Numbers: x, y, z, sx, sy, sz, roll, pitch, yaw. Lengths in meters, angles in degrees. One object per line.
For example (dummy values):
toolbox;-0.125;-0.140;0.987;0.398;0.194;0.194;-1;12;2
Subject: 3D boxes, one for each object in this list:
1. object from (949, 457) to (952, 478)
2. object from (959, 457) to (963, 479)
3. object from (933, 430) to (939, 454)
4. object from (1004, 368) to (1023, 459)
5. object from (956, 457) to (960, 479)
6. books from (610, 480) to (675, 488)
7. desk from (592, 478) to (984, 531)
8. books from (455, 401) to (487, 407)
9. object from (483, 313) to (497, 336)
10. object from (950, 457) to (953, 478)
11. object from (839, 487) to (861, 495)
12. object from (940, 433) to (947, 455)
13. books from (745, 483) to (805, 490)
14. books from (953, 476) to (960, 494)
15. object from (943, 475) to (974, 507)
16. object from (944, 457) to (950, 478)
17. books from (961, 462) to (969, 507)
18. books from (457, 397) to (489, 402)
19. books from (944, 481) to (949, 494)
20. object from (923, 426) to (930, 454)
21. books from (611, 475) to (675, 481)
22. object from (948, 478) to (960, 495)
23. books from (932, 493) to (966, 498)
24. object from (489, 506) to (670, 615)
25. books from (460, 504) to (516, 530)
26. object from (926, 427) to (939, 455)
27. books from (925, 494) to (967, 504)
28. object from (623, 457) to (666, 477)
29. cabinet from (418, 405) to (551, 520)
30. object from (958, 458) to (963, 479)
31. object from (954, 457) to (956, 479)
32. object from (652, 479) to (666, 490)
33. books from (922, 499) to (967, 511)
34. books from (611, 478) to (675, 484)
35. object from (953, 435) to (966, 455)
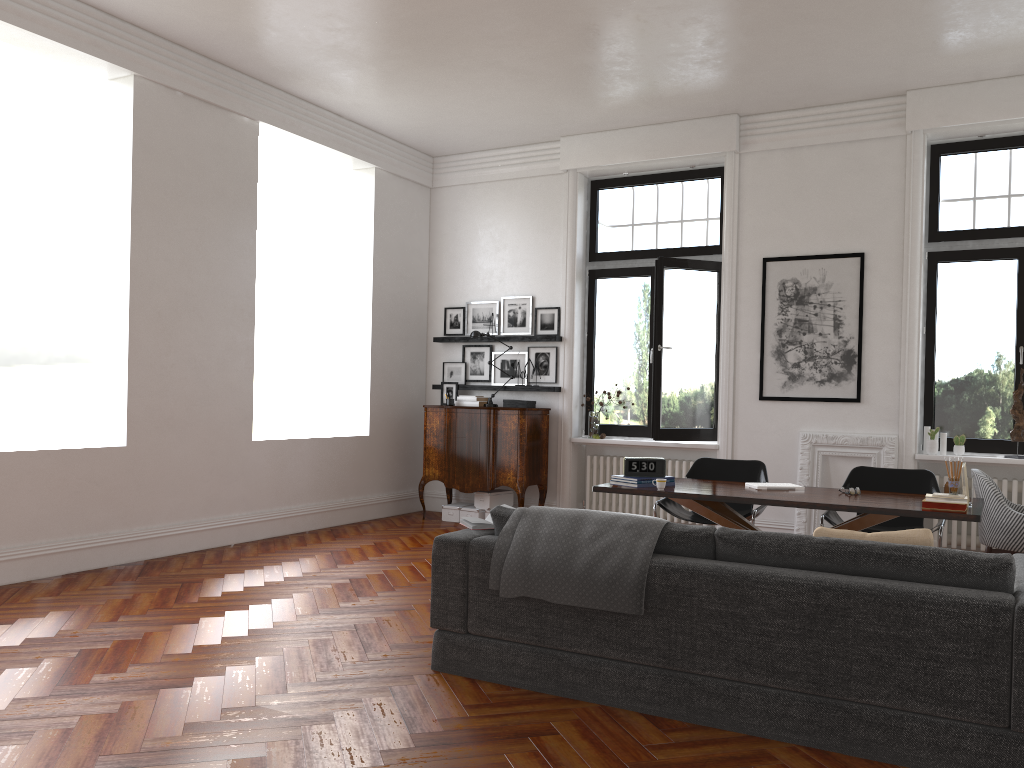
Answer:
object;2.471;0.506;4.985;0.008;0.193;0.049;1;0;-2
object;2.496;0.504;4.944;0.008;0.195;0.038;1;1;-35
object;3.657;0.502;7.663;0.051;0.213;0.051;1;0;-26
object;4.189;0.244;7.329;0.143;0.754;0.165;1;0;-19
object;2.495;0.504;4.970;0.032;0.195;0.008;1;0;-17
books;0.867;0.659;5.903;0.347;0.027;0.264;2;-1;-36
desk;1.729;1.063;5.647;2.225;0.751;1.030;1;0;29
books;-0.418;0.210;9.369;0.294;0.057;0.229;1;-1;29
object;-0.232;-0.636;9.563;0.174;0.260;0.040;1;0;29
object;2.452;0.505;4.936;0.049;0.193;0.008;1;1;-37
object;2.155;0.675;5.619;0.114;0.047;0.133;1;-1;-8
object;3.703;0.515;7.611;0.051;0.188;0.051;1;0;-26
books;1.751;0.684;5.914;0.325;0.026;0.231;1;-1;-6
books;2.623;0.620;5.226;0.041;0.157;0.128;2;0;29
object;2.610;0.619;5.180;0.149;0.166;0.228;1;0;29
object;2.448;0.505;4.970;0.049;0.193;0.008;2;1;33
books;2.652;0.586;5.188;0.043;0.239;0.310;2;0;29
books;-0.413;0.160;9.372;0.239;0.044;0.254;1;-1;29
books;2.562;0.641;5.211;0.028;0.125;0.221;2;0;29
object;3.608;0.489;7.712;0.051;0.238;0.051;1;0;-26
books;0.869;0.620;5.887;0.344;0.017;0.250;2;-1;-36
object;2.471;0.572;4.956;0.058;0.091;0.058;1;0;16
books;2.436;0.621;4.943;0.159;0.008;0.128;1;-1;30
object;0.311;0.776;4.028;0.752;0.387;0.400;1;0;29
books;-0.104;0.681;4.561;0.278;0.096;0.225;2;-1;-19
object;3.603;0.485;7.594;0.102;0.244;0.098;1;0;7
books;2.420;0.639;4.939;0.207;0.028;0.164;1;-1;27
object;0.876;0.550;5.854;0.275;0.125;0.082;1;0;2
cabinet;-0.305;0.845;9.248;1.265;1.218;0.640;1;0;29
object;2.489;0.505;4.934;0.008;0.194;0.044;1;0;-31
object;2.464;0.503;4.930;0.008;0.195;0.036;2;1;41
object;0.941;0.637;5.635;0.064;0.065;0.082;1;0;-41
books;2.409;0.673;4.939;0.215;0.040;0.159;1;-1;31
books;0.869;0.637;5.888;0.344;0.017;0.250;2;-1;-36
object;3.835;0.519;7.593;0.099;0.185;0.097;1;0;-38
